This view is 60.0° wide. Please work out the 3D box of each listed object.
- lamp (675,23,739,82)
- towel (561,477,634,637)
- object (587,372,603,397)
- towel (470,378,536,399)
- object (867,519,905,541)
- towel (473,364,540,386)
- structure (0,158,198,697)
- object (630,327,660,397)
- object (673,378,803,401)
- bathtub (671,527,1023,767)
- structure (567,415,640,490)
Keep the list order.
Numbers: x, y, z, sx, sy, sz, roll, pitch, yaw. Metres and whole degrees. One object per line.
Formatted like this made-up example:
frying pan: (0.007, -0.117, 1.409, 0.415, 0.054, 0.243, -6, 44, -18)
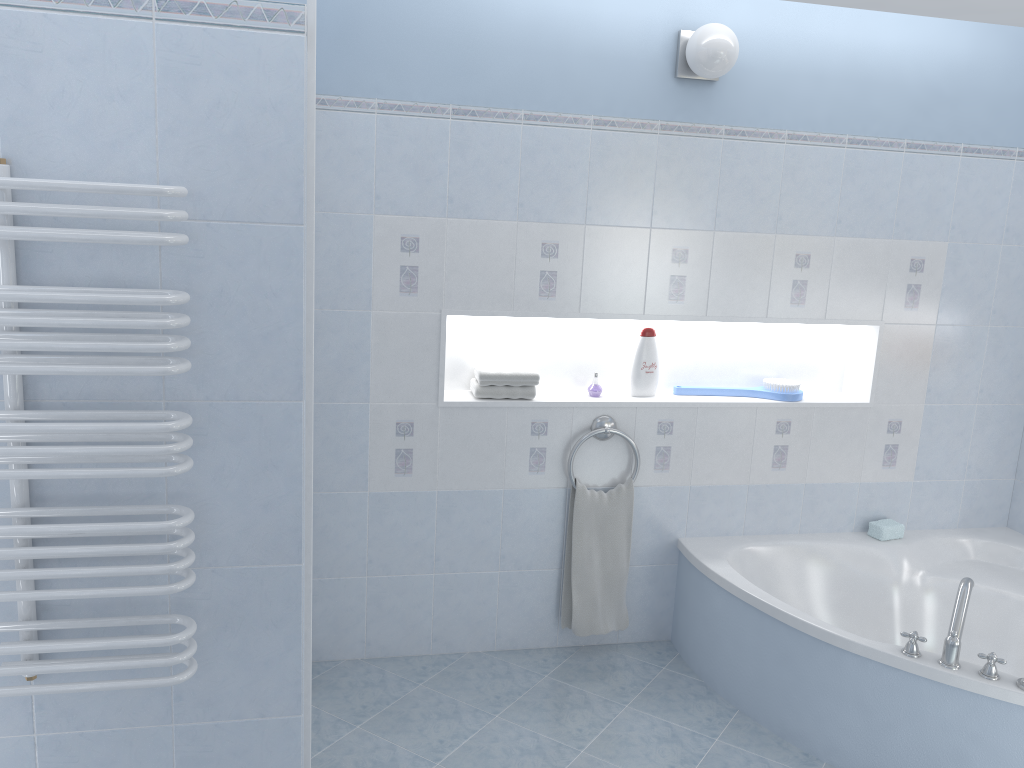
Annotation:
lamp: (0.688, -1.153, 3.079, 0.180, 0.180, 0.216, 0, 12, -13)
towel: (0.345, 0.671, 3.442, 0.280, 0.634, 0.101, 0, 12, -15)
object: (0.325, 0.001, 3.456, 0.059, 0.094, 0.059, -1, 12, -18)
towel: (-0.035, 0.016, 3.374, 0.232, 0.060, 0.162, 1, 12, -11)
object: (1.558, 0.607, 3.693, 0.128, 0.059, 0.081, -3, 13, -25)
towel: (-0.022, -0.035, 3.368, 0.232, 0.062, 0.163, 1, 12, -11)
structure: (-0.831, 0.096, 1.547, 0.524, 0.950, 0.138, 0, 12, -13)
object: (0.528, -0.087, 3.495, 0.134, 0.276, 0.063, -2, 13, -24)
object: (0.922, 0.011, 3.635, 0.534, 0.065, 0.172, 3, 11, 1)
bathtub: (1.583, 0.910, 3.034, 1.578, 0.670, 1.596, 0, 12, -13)
structure: (0.351, 0.286, 3.396, 0.291, 0.332, 0.051, 0, 12, -13)
